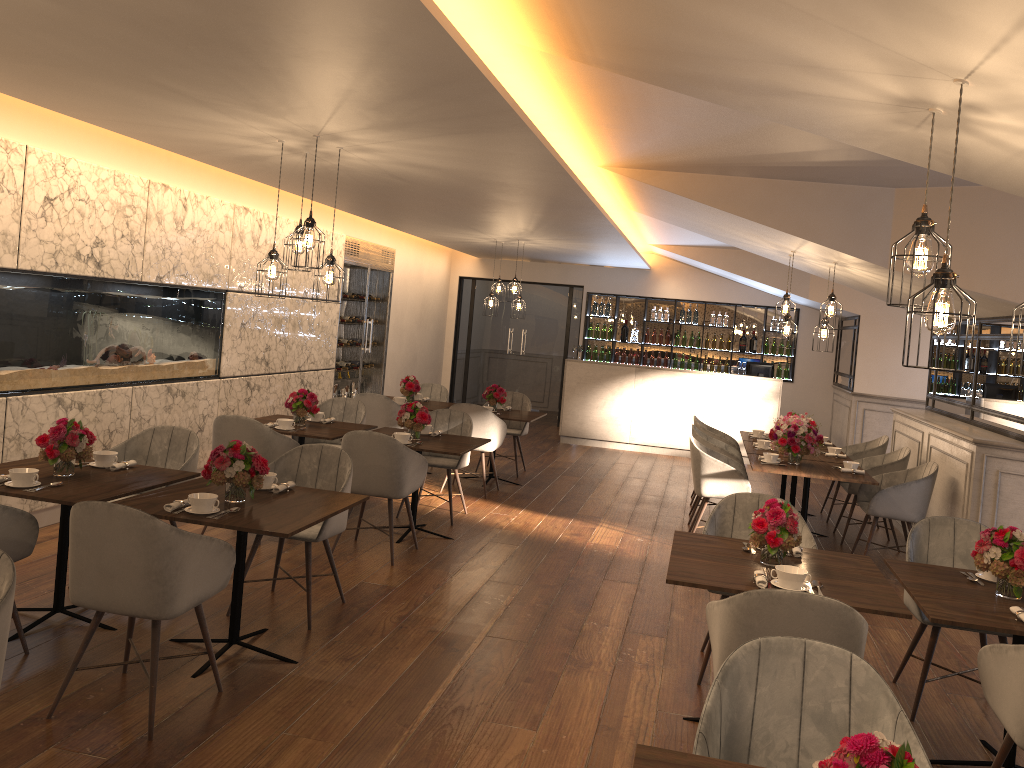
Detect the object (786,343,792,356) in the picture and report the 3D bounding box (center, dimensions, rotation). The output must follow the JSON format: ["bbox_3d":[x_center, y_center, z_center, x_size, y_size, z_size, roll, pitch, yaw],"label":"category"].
[{"bbox_3d":[4.290,-0.560,13.699,0.065,0.261,0.066,5,1,-9],"label":"object"}]

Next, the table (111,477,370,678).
[{"bbox_3d":[-1.287,0.907,4.171,0.897,0.720,0.897,6,3,12],"label":"table"}]

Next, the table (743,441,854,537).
[{"bbox_3d":[2.510,0.967,7.903,0.897,0.720,0.897,6,3,12],"label":"table"}]

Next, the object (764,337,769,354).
[{"bbox_3d":[3.968,-0.594,13.770,0.065,0.263,0.066,5,1,-9],"label":"object"}]

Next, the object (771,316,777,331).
[{"bbox_3d":[4.066,-0.939,13.719,0.070,0.235,0.041,5,1,12],"label":"object"}]

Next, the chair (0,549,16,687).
[{"bbox_3d":[-1.710,0.920,2.415,0.565,0.872,0.526,5,2,12],"label":"chair"}]

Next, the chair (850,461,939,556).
[{"bbox_3d":[2.947,1.006,6.823,0.527,0.872,0.565,5,2,12],"label":"chair"}]

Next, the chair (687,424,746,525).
[{"bbox_3d":[1.856,0.827,8.010,0.527,0.872,0.565,5,2,12],"label":"chair"}]

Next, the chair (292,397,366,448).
[{"bbox_3d":[-1.545,0.566,7.558,0.565,0.872,0.526,5,2,12],"label":"chair"}]

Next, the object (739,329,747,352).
[{"bbox_3d":[3.614,-0.676,13.827,0.104,0.359,0.104,4,1,-26],"label":"object"}]

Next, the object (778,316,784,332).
[{"bbox_3d":[4.163,-0.929,13.697,0.070,0.235,0.041,5,1,12],"label":"object"}]

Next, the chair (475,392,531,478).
[{"bbox_3d":[-0.074,0.535,9.768,0.565,0.872,0.526,5,2,12],"label":"chair"}]

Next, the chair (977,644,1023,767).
[{"bbox_3d":[1.891,1.193,2.940,0.565,0.872,0.526,5,2,12],"label":"chair"}]

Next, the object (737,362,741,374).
[{"bbox_3d":[3.551,-0.242,13.861,0.065,0.207,0.065,4,1,-32],"label":"object"}]

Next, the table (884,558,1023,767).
[{"bbox_3d":[2.034,1.235,3.580,0.897,0.720,0.897,6,3,12],"label":"table"}]

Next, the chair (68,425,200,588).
[{"bbox_3d":[-2.105,0.698,5.041,0.565,0.872,0.526,5,2,12],"label":"chair"}]

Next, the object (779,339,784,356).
[{"bbox_3d":[4.183,-0.571,13.722,0.065,0.261,0.066,5,1,-9],"label":"object"}]

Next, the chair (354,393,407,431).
[{"bbox_3d":[-1.310,0.506,8.683,0.565,0.872,0.526,5,2,12],"label":"chair"}]

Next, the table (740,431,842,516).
[{"bbox_3d":[2.714,0.919,8.820,0.897,0.720,0.897,6,3,12],"label":"table"}]

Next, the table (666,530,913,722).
[{"bbox_3d":[1.102,1.140,3.789,0.897,0.720,0.897,6,3,12],"label":"table"}]

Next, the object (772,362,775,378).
[{"bbox_3d":[4.044,-0.221,13.751,0.065,0.261,0.066,5,1,-9],"label":"object"}]

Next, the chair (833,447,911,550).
[{"bbox_3d":[3.151,0.958,7.739,0.527,0.872,0.565,5,2,12],"label":"chair"}]

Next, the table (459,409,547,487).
[{"bbox_3d":[-0.189,0.649,9.106,0.897,0.720,0.897,6,3,12],"label":"table"}]

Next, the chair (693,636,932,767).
[{"bbox_3d":[0.712,1.145,2.183,0.565,0.872,0.526,5,2,12],"label":"chair"}]

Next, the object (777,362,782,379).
[{"bbox_3d":[4.152,-0.210,13.727,0.065,0.261,0.066,5,1,-9],"label":"object"}]

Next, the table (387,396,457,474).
[{"bbox_3d":[-1.122,0.553,9.314,0.897,0.720,0.897,6,3,12],"label":"table"}]

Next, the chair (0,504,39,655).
[{"bbox_3d":[-2.408,0.764,3.748,0.565,0.872,0.526,5,2,12],"label":"chair"}]

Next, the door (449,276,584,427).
[{"bbox_3d":[0.074,-0.537,14.682,2.108,2.332,0.273,5,1,13],"label":"door"}]

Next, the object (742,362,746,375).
[{"bbox_3d":[3.627,-0.234,13.844,0.065,0.207,0.065,4,1,-32],"label":"object"}]

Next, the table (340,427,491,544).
[{"bbox_3d":[-0.727,0.775,6.687,0.897,0.720,0.897,6,3,12],"label":"table"}]

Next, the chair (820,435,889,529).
[{"bbox_3d":[3.355,0.910,8.656,0.527,0.872,0.565,5,2,12],"label":"chair"}]

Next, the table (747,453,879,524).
[{"bbox_3d":[2.306,1.015,6.986,0.897,0.720,0.897,6,3,12],"label":"table"}]

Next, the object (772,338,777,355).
[{"bbox_3d":[4.075,-0.582,13.746,0.065,0.261,0.066,5,1,-9],"label":"object"}]

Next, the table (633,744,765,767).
[{"bbox_3d":[0.597,1.258,1.520,0.897,0.720,0.897,6,3,12],"label":"table"}]

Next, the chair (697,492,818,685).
[{"bbox_3d":[1.216,1.026,4.451,0.565,0.872,0.526,5,2,12],"label":"chair"}]

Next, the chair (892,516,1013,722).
[{"bbox_3d":[2.149,1.122,4.243,0.565,0.872,0.526,5,2,12],"label":"chair"}]

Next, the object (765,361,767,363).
[{"bbox_3d":[3.937,-0.233,13.775,0.065,0.263,0.066,5,1,-9],"label":"object"}]

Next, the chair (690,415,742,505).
[{"bbox_3d":[2.060,0.779,8.927,0.527,0.872,0.565,5,2,12],"label":"chair"}]

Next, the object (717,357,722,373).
[{"bbox_3d":[3.265,-0.300,13.925,0.065,0.261,0.066,5,1,-9],"label":"object"}]

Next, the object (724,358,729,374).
[{"bbox_3d":[3.372,-0.289,13.901,0.065,0.261,0.066,5,1,-9],"label":"object"}]

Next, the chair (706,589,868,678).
[{"bbox_3d":[0.958,1.097,3.148,0.565,0.872,0.526,5,2,12],"label":"chair"}]

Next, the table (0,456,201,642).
[{"bbox_3d":[-2.220,0.811,4.379,0.897,0.720,0.897,6,3,12],"label":"table"}]

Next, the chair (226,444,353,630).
[{"bbox_3d":[-1.172,0.793,4.833,0.565,0.872,0.526,5,2,12],"label":"chair"}]

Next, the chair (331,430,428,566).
[{"bbox_3d":[-0.915,0.728,6.057,0.565,0.872,0.526,5,2,12],"label":"chair"}]

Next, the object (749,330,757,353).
[{"bbox_3d":[3.765,-0.662,13.790,0.104,0.359,0.103,6,1,40],"label":"object"}]

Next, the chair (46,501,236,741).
[{"bbox_3d":[-1.475,0.860,3.540,0.565,0.872,0.526,5,2,12],"label":"chair"}]

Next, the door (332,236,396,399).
[{"bbox_3d":[-1.884,-0.570,11.294,0.134,2.466,1.858,5,2,12],"label":"door"}]

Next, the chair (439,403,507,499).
[{"bbox_3d":[-0.377,0.601,8.475,0.565,0.872,0.526,5,2,12],"label":"chair"}]

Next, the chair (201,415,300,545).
[{"bbox_3d":[-1.848,0.633,6.265,0.565,0.872,0.526,5,2,12],"label":"chair"}]

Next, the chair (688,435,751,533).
[{"bbox_3d":[1.652,0.875,7.093,0.527,0.872,0.565,5,2,12],"label":"chair"}]

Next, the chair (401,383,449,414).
[{"bbox_3d":[-1.007,0.440,9.976,0.565,0.872,0.526,5,2,12],"label":"chair"}]

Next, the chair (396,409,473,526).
[{"bbox_3d":[-0.612,0.662,7.350,0.565,0.872,0.526,5,2,12],"label":"chair"}]

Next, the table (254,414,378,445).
[{"bbox_3d":[-1.660,0.680,6.895,0.897,0.720,0.897,6,3,12],"label":"table"}]
